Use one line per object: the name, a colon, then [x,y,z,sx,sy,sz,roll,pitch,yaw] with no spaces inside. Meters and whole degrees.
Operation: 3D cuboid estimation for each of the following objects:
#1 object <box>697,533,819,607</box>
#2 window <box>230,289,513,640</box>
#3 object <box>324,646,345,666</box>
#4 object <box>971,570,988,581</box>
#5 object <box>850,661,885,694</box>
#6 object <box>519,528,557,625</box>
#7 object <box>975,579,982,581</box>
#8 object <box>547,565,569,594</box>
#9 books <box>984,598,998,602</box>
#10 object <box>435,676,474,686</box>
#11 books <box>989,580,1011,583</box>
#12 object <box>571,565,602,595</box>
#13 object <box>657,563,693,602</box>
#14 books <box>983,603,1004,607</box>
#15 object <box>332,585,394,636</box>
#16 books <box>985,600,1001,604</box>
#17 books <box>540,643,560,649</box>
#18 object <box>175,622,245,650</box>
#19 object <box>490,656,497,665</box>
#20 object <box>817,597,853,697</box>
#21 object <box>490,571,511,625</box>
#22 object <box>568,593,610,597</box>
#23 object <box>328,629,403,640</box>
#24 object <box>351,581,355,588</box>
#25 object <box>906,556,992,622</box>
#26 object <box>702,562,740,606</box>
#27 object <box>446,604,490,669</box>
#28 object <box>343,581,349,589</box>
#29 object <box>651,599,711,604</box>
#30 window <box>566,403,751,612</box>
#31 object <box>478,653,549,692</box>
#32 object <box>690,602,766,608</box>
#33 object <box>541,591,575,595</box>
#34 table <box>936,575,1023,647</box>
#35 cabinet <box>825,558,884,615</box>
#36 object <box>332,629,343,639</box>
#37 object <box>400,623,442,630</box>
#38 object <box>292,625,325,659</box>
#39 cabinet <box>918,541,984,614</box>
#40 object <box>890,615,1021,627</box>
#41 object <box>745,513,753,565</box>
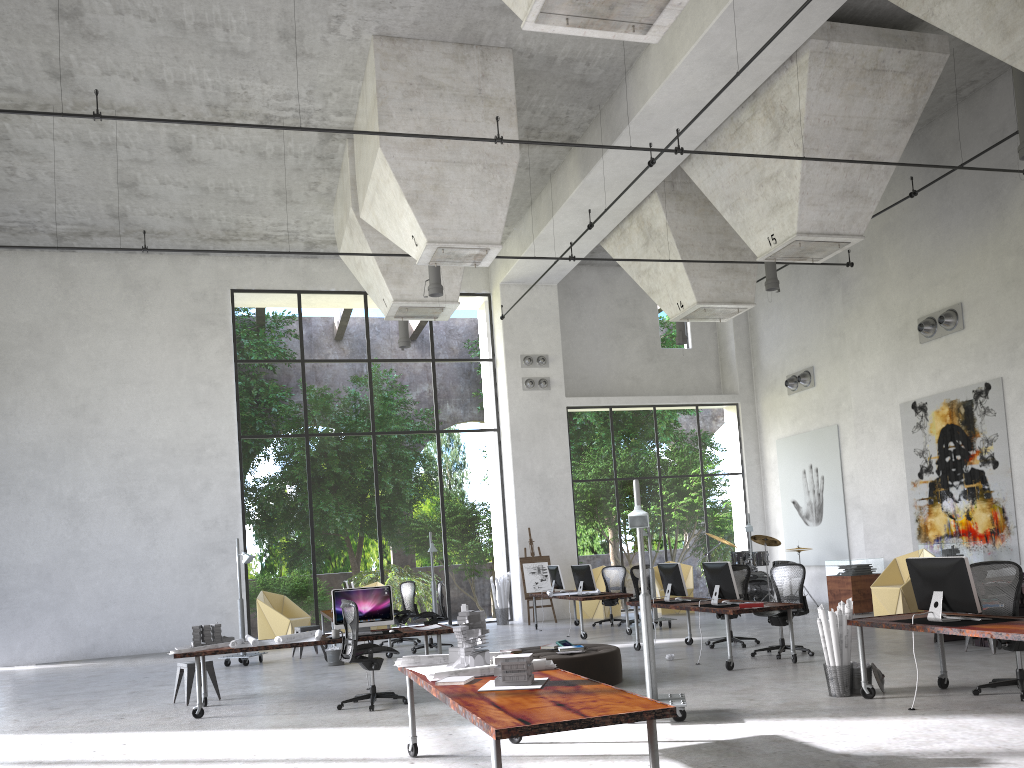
object: [5.479,4.072,19.387,1.880,1.724,3.017,1,-10,-32]
window: [-3.102,1.748,20.017,5.951,7.777,0.068,-2,-4,-16]
object: [-2.803,4.298,13.914,0.294,0.295,0.404,-1,-9,-23]
object: [6.125,2.478,11.546,0.213,0.212,0.196,-2,-7,-15]
object: [3.365,2.807,8.430,0.400,0.295,0.297,-8,-8,27]
object: [0.523,4.232,19.444,0.693,2.124,0.692,-3,-4,-15]
object: [5.961,2.511,11.264,0.137,0.055,0.118,2,-11,-30]
object: [0.955,3.895,17.548,0.376,0.546,0.726,-2,-8,-15]
books: [5.727,2.600,10.564,0.206,0.025,0.145,-10,-12,29]
object: [-0.379,1.990,5.891,0.201,0.023,0.238,-7,-11,14]
books: [6.033,2.450,10.907,0.308,0.030,0.224,-13,-14,41]
object: [1.378,3.576,16.057,0.376,0.547,0.726,-1,-8,-25]
object: [2.367,2.830,12.574,0.376,0.546,0.726,-2,-8,-15]
books: [5.731,2.660,10.559,0.285,0.033,0.200,-7,-11,15]
object: [-1.774,2.714,10.512,0.713,0.548,0.382,-2,-6,-15]
books: [5.726,2.629,10.566,0.257,0.032,0.176,-11,-13,34]
books: [0.492,3.160,10.586,0.199,0.034,0.287,-10,-12,29]
object: [-3.565,2.941,10.345,0.735,0.302,0.441,1,-10,-26]
object: [-0.109,2.023,6.364,0.123,0.099,0.089,-6,-7,12]
object: [3.097,2.499,8.352,0.320,0.928,0.345,-4,-4,2]
object: [-0.227,4.820,19.718,0.412,1.198,0.445,-1,-5,-38]
object: [1.401,3.855,16.041,0.687,0.008,0.863,1,-12,-24]
object: [-1.756,2.994,10.493,0.847,0.008,0.700,-1,-11,-15]
object: [-2.567,3.616,14.871,0.376,0.546,0.726,-3,-8,-10]
object: [3.781,1.764,7.591,0.376,0.546,0.726,-2,-8,-15]
object: [2.739,2.549,11.260,0.376,0.546,0.726,-2,-8,-15]
object: [-0.369,1.918,6.637,0.362,0.516,0.498,-6,-7,19]
object: [-2.945,3.903,16.210,0.376,0.546,0.726,-2,-8,-15]
object: [2.389,3.110,12.557,0.686,0.008,0.863,-1,-11,-15]
window: [3.603,2.923,21.091,4.554,4.848,0.020,-2,-4,-16]
object: [0.008,1.821,5.584,0.390,0.180,0.422,-5,-10,9]
object: [2.762,2.829,11.243,0.686,0.008,0.863,-1,-11,-15]
object: [0.977,4.174,17.532,0.686,0.008,0.863,-1,-11,-15]
table: [6.548,2.877,11.172,1.503,0.786,1.629,-1,-10,-16]
cabinet: [6.518,3.828,16.642,0.742,1.003,0.746,-2,-6,-16]
object: [-2.032,2.903,10.210,0.123,0.099,0.089,-6,-7,13]
object: [-1.114,2.930,10.660,0.469,0.085,0.443,-1,-11,-13]
object: [-3.606,4.553,15.528,0.475,0.527,0.463,0,-8,-31]
cabinet: [7.084,3.177,14.107,0.593,1.243,0.753,-3,-5,-16]
object: [3.803,2.044,7.575,0.686,0.008,0.863,-1,-11,-15]
object: [5.719,4.150,20.913,0.582,2.132,0.599,-5,-4,19]
